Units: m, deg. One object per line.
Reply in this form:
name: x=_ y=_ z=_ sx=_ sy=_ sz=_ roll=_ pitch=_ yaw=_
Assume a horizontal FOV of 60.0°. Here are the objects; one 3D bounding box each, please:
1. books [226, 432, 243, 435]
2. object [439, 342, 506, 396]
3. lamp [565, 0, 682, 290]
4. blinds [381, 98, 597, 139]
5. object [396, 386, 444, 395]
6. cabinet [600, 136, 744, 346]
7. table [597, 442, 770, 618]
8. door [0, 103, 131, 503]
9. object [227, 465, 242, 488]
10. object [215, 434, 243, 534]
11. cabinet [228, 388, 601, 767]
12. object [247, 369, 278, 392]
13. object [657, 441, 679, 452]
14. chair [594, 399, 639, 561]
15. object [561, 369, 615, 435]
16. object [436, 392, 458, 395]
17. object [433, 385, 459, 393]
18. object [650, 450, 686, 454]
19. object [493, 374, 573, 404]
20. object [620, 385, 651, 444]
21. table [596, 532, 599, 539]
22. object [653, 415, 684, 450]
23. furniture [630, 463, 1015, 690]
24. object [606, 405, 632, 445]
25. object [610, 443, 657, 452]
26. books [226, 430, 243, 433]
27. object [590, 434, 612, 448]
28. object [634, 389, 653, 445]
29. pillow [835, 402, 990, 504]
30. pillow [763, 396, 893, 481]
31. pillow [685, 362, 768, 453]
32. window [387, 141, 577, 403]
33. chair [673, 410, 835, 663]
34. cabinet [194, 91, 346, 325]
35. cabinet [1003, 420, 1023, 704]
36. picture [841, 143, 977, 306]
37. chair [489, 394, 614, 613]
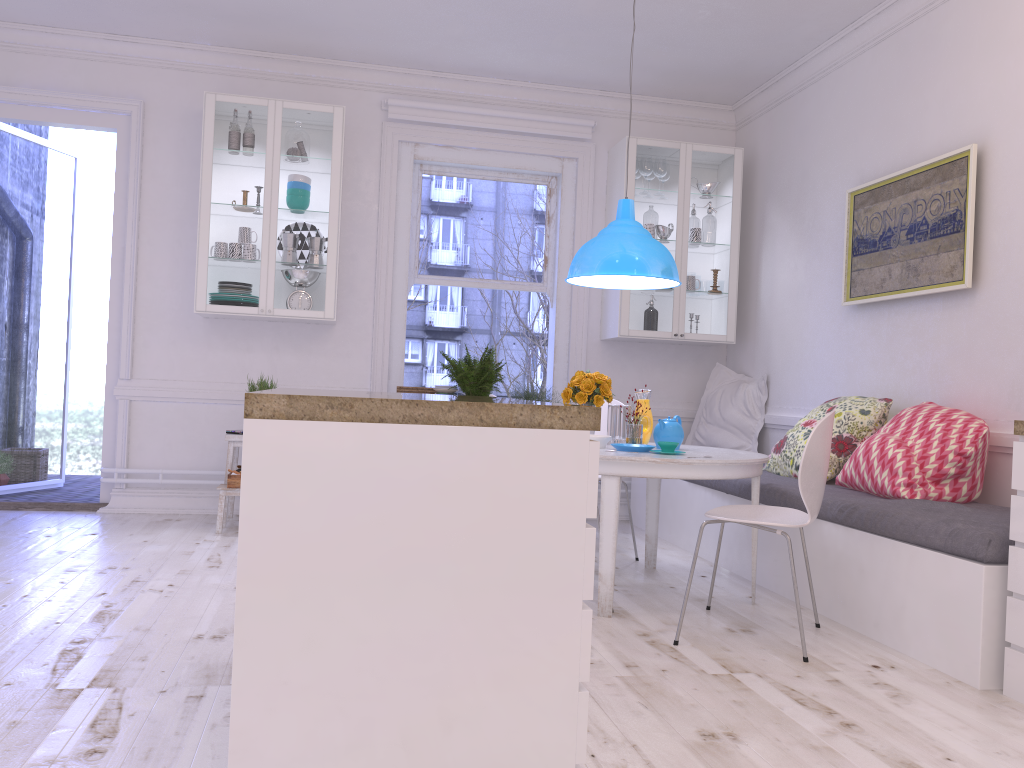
books: x=-1.530 y=0.291 z=5.238 sx=0.246 sy=0.011 sz=0.180 roll=2 pitch=0 yaw=18
object: x=-0.238 y=0.006 z=5.427 sx=0.438 sy=0.527 sz=0.368 roll=3 pitch=0 yaw=-12
lamp: x=0.584 y=-1.466 z=4.341 sx=0.568 sy=1.948 sz=0.568 roll=2 pitch=0 yaw=22
blinds: x=-0.136 y=-1.761 z=5.913 sx=1.451 sy=0.131 sz=0.136 roll=3 pitch=0 yaw=-12
object: x=-0.582 y=0.138 z=5.583 sx=0.294 sy=0.237 sz=0.028 roll=3 pitch=0 yaw=-12
cabinet: x=1.083 y=-0.941 z=6.012 sx=0.823 sy=1.311 sz=0.425 roll=3 pitch=0 yaw=-12
table: x=0.542 y=0.601 z=3.951 sx=1.140 sy=0.629 sz=1.140 roll=2 pitch=0 yaw=17
door: x=-3.031 y=-0.472 z=5.958 sx=1.009 sy=2.474 sz=1.021 roll=3 pitch=0 yaw=-12
object: x=-1.423 y=0.527 z=5.017 sx=0.358 sy=0.110 sz=0.211 roll=3 pitch=0 yaw=-9
object: x=-1.482 y=0.566 z=5.217 sx=0.418 sy=0.534 sz=0.599 roll=3 pitch=0 yaw=-12
cabinet: x=-0.285 y=0.449 z=2.192 sx=0.654 sy=0.842 sz=1.167 roll=3 pitch=0 yaw=-12
object: x=-1.468 y=0.097 z=5.240 sx=0.196 sy=0.367 sz=0.186 roll=2 pitch=0 yaw=33
object: x=0.647 y=0.263 z=3.676 sx=0.088 sy=0.043 sz=0.088 roll=3 pitch=0 yaw=-4
chair: x=0.356 y=0.490 z=4.624 sx=0.604 sy=0.845 sz=0.483 roll=2 pitch=0 yaw=34
object: x=0.360 y=0.104 z=4.157 sx=0.235 sy=0.351 sz=0.234 roll=2 pitch=0 yaw=43
object: x=-0.409 y=0.160 z=5.510 sx=0.159 sy=0.208 sz=0.185 roll=3 pitch=0 yaw=-12
object: x=-0.410 y=0.033 z=5.520 sx=0.164 sy=0.047 sz=0.163 roll=2 pitch=0 yaw=38
object: x=0.646 y=0.284 z=3.676 sx=0.147 sy=0.011 sz=0.147 roll=3 pitch=0 yaw=-9
object: x=0.127 y=0.120 z=5.403 sx=0.668 sy=0.367 sz=0.531 roll=2 pitch=0 yaw=13
object: x=0.561 y=0.143 z=3.966 sx=0.128 sy=0.287 sz=0.128 roll=3 pitch=0 yaw=-10
table: x=-0.130 y=0.584 z=5.325 sx=1.514 sy=0.619 sz=0.736 roll=3 pitch=0 yaw=-12
object: x=0.715 y=0.218 z=4.026 sx=0.156 sy=0.151 sz=0.150 roll=3 pitch=0 yaw=-8
furniture: x=1.458 y=0.705 z=4.435 sx=0.769 sy=0.508 sz=3.296 roll=3 pitch=0 yaw=-12
object: x=0.506 y=0.193 z=4.179 sx=0.101 sy=0.186 sz=0.122 roll=2 pitch=0 yaw=18
object: x=0.516 y=0.272 z=3.779 sx=0.196 sy=0.023 sz=0.196 roll=3 pitch=0 yaw=-24
books: x=-1.530 y=0.282 z=5.239 sx=0.246 sy=0.007 sz=0.180 roll=2 pitch=0 yaw=18
object: x=0.363 y=0.252 z=3.901 sx=0.147 sy=0.052 sz=0.147 roll=2 pitch=0 yaw=31
object: x=0.617 y=0.158 z=4.175 sx=0.094 sy=0.267 sz=0.116 roll=2 pitch=0 yaw=15
pillow: x=1.752 y=0.285 z=3.828 sx=0.491 sy=0.424 sz=0.587 roll=3 pitch=0 yaw=-9
pillow: x=1.618 y=0.279 z=4.499 sx=0.509 sy=0.447 sz=0.592 roll=3 pitch=0 yaw=-7
pillow: x=1.444 y=0.173 z=5.924 sx=0.374 sy=0.642 sz=0.677 roll=3 pitch=0 yaw=-41
window: x=-0.210 y=-0.694 z=6.094 sx=1.234 sy=1.782 sz=0.181 roll=3 pitch=0 yaw=-12
chair: x=0.921 y=0.508 z=3.283 sx=0.483 sy=0.845 sz=0.604 roll=2 pitch=0 yaw=23
cabinet: x=-1.481 y=-1.058 z=5.487 sx=0.823 sy=1.311 sz=0.425 roll=3 pitch=0 yaw=-12
cabinet: x=1.947 y=0.548 z=2.280 sx=0.654 sy=0.842 sz=1.036 roll=3 pitch=0 yaw=-12
picture: x=1.904 y=-0.734 z=4.331 sx=0.020 sy=0.629 sz=0.971 roll=3 pitch=0 yaw=-12
chair: x=0.128 y=0.475 z=3.769 sx=0.483 sy=0.845 sz=0.604 roll=3 pitch=0 yaw=-12
